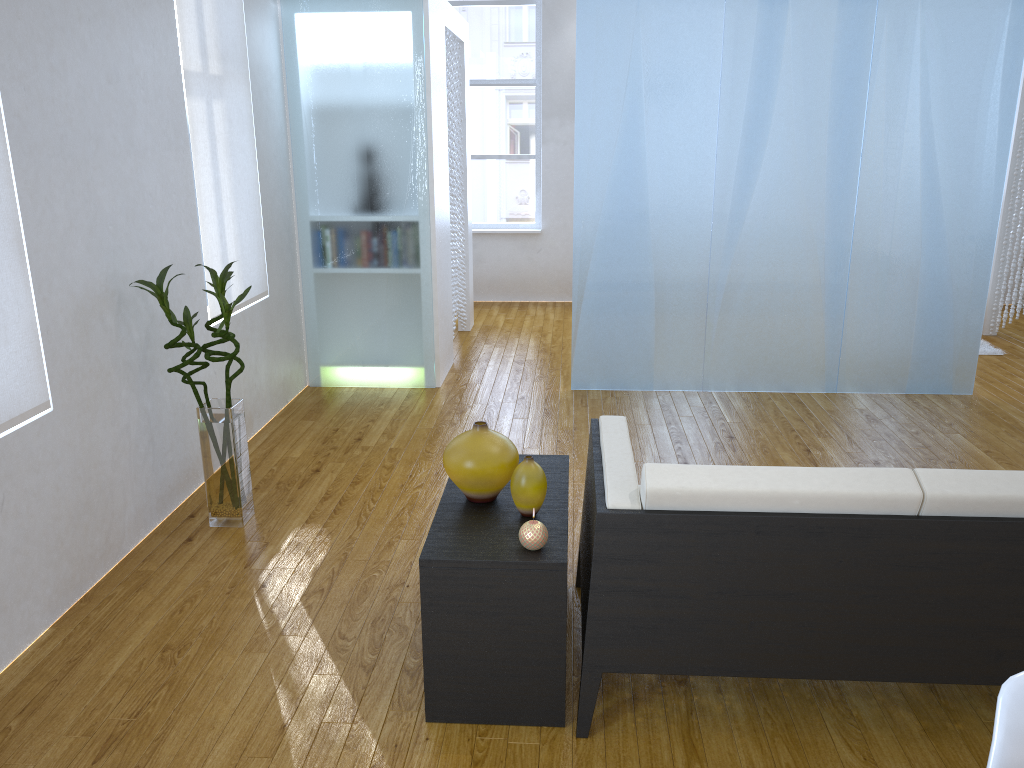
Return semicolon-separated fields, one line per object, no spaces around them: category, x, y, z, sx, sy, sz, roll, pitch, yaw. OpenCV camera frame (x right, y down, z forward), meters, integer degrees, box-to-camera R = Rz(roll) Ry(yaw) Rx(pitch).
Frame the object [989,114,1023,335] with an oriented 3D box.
object;3.434;-1.209;5.678;0.051;2.034;0.915;1;17;4

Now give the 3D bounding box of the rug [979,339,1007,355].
rug;2.761;-0.312;6.213;1.095;0.048;0.749;1;16;4

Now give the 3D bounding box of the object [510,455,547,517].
object;0.043;0.265;2.302;0.095;0.162;0.095;-16;23;-42

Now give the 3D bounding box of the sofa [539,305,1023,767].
sofa;1.315;0.265;3.034;5.336;0.685;9.639;1;16;4

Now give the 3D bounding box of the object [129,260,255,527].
object;-1.131;0.060;3.224;0.379;0.989;0.480;-8;18;-23

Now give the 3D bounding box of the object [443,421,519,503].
object;-0.084;0.208;2.402;0.206;0.217;0.206;-16;22;-42

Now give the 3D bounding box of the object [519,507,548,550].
object;0.051;0.343;2.124;0.071;0.105;0.070;9;19;30

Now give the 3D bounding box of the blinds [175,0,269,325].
blinds;-1.283;-1.374;3.870;0.007;2.130;0.755;1;17;4

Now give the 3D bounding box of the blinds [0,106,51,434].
blinds;-1.415;-0.845;1.979;0.007;2.129;0.755;1;17;4

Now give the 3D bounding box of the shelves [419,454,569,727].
shelves;-0.019;0.533;2.486;0.349;0.455;0.723;1;16;4

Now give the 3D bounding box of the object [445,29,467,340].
object;-0.389;-1.254;5.928;0.051;2.034;0.915;1;17;4

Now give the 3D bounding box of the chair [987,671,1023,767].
chair;0.781;0.613;1.073;0.405;0.355;0.415;1;16;3
